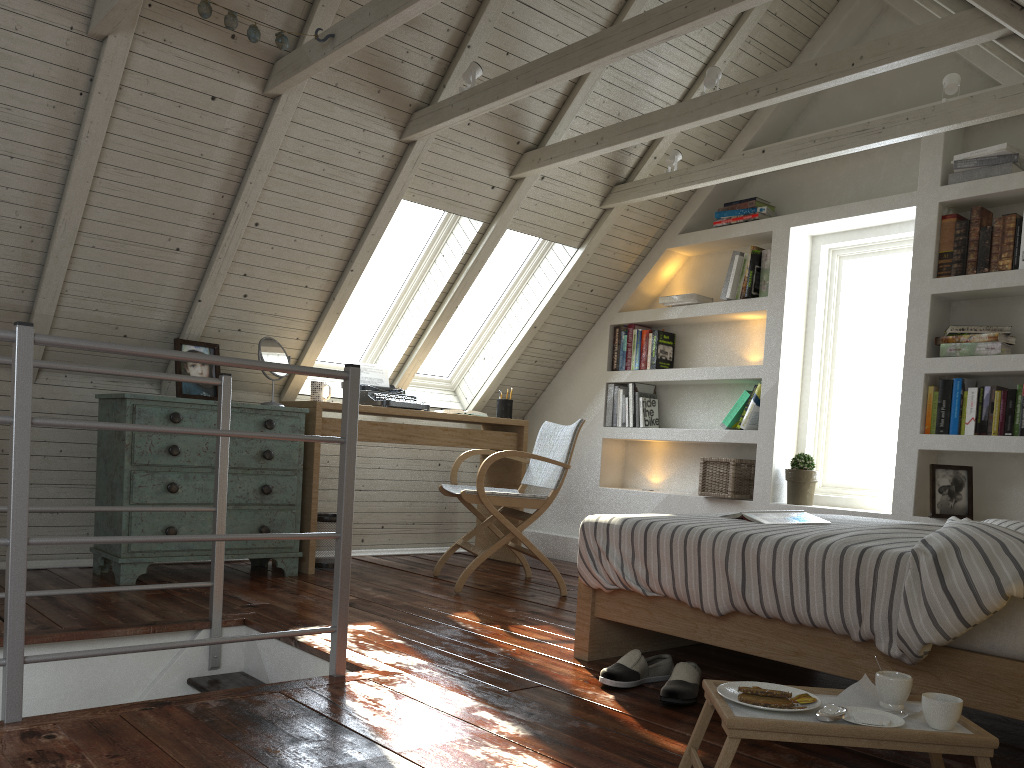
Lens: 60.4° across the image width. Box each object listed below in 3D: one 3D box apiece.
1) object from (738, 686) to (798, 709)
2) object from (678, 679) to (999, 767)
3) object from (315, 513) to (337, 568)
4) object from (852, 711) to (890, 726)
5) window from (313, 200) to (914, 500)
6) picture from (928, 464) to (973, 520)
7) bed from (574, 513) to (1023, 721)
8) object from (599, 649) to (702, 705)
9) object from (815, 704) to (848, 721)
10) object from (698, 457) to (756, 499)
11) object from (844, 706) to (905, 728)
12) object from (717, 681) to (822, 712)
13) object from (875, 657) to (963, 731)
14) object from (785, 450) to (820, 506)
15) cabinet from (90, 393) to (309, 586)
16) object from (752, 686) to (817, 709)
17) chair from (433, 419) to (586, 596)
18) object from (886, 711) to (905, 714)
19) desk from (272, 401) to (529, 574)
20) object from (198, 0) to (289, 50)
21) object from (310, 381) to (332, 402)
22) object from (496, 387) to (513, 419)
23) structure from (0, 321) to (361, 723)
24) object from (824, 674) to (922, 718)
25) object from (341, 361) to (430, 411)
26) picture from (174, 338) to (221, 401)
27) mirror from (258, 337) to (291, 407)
[{"bbox_3d":[0.477,0.580,1.638,0.110,0.029,0.119,2,-4,14],"label":"object"},{"bbox_3d":[0.598,0.688,1.634,0.530,0.183,0.269,3,-2,3],"label":"object"},{"bbox_3d":[-0.911,0.773,4.340,0.223,0.253,0.225,3,0,43],"label":"object"},{"bbox_3d":[0.643,0.598,1.571,0.060,0.005,0.060,2,-5,14],"label":"object"},{"bbox_3d":[0.313,-0.217,4.283,3.085,1.378,1.405,2,-1,26],"label":"window"},{"bbox_3d":[1.808,0.448,3.657,0.173,0.224,0.126,3,1,-1],"label":"picture"},{"bbox_3d":[1.340,0.537,2.455,1.878,0.707,1.872,6,-5,-41],"label":"bed"},{"bbox_3d":[0.410,0.784,2.385,0.276,0.091,0.284,7,-5,-43],"label":"object"},{"bbox_3d":[0.568,0.582,1.562,0.055,0.028,0.055,3,-3,0],"label":"object"},{"bbox_3d":[1.108,0.484,4.528,0.205,0.201,0.204,4,-1,-41],"label":"object"},{"bbox_3d":[0.635,0.597,1.567,0.119,0.010,0.120,1,-5,26],"label":"object"},{"bbox_3d":[0.481,0.591,1.650,0.190,0.016,0.189,6,-5,-30],"label":"object"},{"bbox_3d":[0.749,0.565,1.613,0.082,0.099,0.184,3,-3,-18],"label":"object"},{"bbox_3d":[1.399,0.449,4.244,0.158,0.272,0.160,4,1,42],"label":"object"},{"bbox_3d":[-1.361,0.462,3.875,0.806,0.770,0.413,4,0,-41],"label":"cabinet"},{"bbox_3d":[0.526,0.594,1.672,0.077,0.015,0.140,5,-5,-20],"label":"object"},{"bbox_3d":[-0.023,0.544,4.076,0.560,0.794,0.548,3,1,-16],"label":"chair"},{"bbox_3d":[0.653,0.606,1.629,0.153,0.002,0.016,4,-4,-2],"label":"object"},{"bbox_3d":[-0.549,0.548,4.637,1.328,0.808,0.375,6,0,-41],"label":"desk"},{"bbox_3d":[-0.801,-1.075,2.642,0.284,0.067,0.059,7,-3,-42],"label":"object"},{"bbox_3d":[-0.914,0.040,4.222,0.108,0.101,0.083,3,0,0],"label":"object"},{"bbox_3d":[-0.041,0.109,4.925,0.088,0.187,0.088,4,2,13],"label":"object"},{"bbox_3d":[-1.313,0.379,2.100,1.644,0.999,0.833,6,-2,-41],"label":"structure"},{"bbox_3d":[0.698,0.591,1.673,0.153,0.046,0.159,0,-5,39],"label":"object"},{"bbox_3d":[-0.631,0.009,4.505,0.353,0.239,0.389,1,-3,44],"label":"object"},{"bbox_3d":[-1.393,-0.056,3.847,0.146,0.260,0.202,4,1,43],"label":"picture"},{"bbox_3d":[-1.085,-0.055,4.009,0.112,0.320,0.206,3,1,2],"label":"mirror"}]
